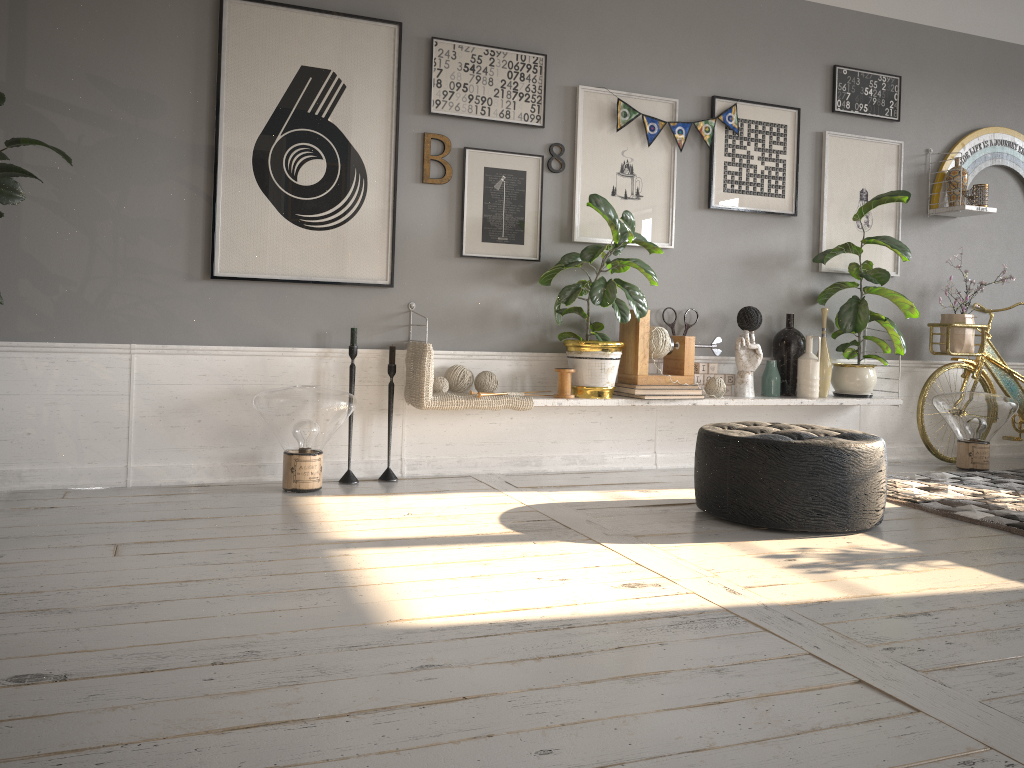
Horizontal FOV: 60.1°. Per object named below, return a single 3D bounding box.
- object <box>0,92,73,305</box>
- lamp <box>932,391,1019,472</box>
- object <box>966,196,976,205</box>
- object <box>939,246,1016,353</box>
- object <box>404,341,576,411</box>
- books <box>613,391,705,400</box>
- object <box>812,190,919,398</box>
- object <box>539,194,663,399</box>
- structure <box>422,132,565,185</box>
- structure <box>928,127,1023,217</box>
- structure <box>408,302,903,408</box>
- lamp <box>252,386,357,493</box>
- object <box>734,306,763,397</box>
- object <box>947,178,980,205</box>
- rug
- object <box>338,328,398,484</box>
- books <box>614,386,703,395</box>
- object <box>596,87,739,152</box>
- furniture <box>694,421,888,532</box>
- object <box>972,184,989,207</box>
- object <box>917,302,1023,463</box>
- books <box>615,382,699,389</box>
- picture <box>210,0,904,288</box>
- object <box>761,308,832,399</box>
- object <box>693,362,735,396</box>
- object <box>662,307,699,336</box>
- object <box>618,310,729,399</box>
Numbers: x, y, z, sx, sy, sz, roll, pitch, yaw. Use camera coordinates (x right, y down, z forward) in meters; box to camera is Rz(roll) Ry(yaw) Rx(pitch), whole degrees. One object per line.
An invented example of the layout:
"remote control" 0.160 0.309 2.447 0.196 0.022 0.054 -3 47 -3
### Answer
"object" -1.481 -0.325 1.606 1.010 1.792 3.905 2 3 -22
"lamp" 2.591 0.263 4.964 0.432 0.437 0.433 2 2 9
"object" 2.772 -1.088 5.331 0.062 0.081 0.062 3 2 44
"object" 2.761 -0.489 5.221 0.488 0.641 0.253 2 0 -4
"object" -0.086 -0.035 4.151 0.784 0.306 0.329 1 2 -21
"books" 0.736 0.054 4.474 0.368 0.021 0.297 0 4 -27
"object" 1.962 -0.499 4.919 0.567 1.150 0.415 2 0 18
"object" 0.431 -0.414 4.282 0.510 0.963 0.546 1 1 -36
"structure" -0.078 -1.082 4.330 0.738 0.263 0.024 1 0 -22
"structure" 3.496 -1.133 5.602 2.021 0.955 0.267 1 1 -22
"structure" 0.847 -0.124 4.548 2.774 0.486 0.308 0 1 -22
"lamp" -0.883 0.230 3.752 0.432 0.437 0.433 2 2 0
"object" 1.248 -0.172 4.692 0.155 0.483 0.136 2 0 -22
"object" 2.649 -1.122 5.182 0.197 0.166 0.060 2 0 12
"rug" 2.749 0.567 3.571 1.769 0.034 2.532 0 4 -22
"object" -0.636 0.089 4.002 0.279 0.701 0.092 2 0 -29
"books" 0.728 0.030 4.465 0.384 0.029 0.260 0 4 -21
"object" 0.849 -1.389 4.665 0.913 0.339 0.057 1 0 -22
"furniture" 1.107 0.350 3.549 0.735 0.356 0.737 0 4 -35
"object" 2.779 -1.111 5.250 0.086 0.140 0.086 1 1 -29
"object" 3.110 -0.010 5.389 1.625 0.969 0.427 0 1 -30
"books" 0.722 0.007 4.473 0.379 0.017 0.229 0 4 -24
"picture" -0.339 -1.047 2.052 7.288 1.794 4.048 0 3 -22
"object" 1.547 -0.173 4.794 0.332 0.488 0.285 2 1 29
"object" 1.063 -0.027 4.721 0.264 0.173 0.078 1 1 -16
"object" 0.887 -0.173 4.689 0.221 0.463 0.019 2 0 -22
"object" 0.842 -0.150 4.514 0.545 0.440 0.239 1 1 -22
